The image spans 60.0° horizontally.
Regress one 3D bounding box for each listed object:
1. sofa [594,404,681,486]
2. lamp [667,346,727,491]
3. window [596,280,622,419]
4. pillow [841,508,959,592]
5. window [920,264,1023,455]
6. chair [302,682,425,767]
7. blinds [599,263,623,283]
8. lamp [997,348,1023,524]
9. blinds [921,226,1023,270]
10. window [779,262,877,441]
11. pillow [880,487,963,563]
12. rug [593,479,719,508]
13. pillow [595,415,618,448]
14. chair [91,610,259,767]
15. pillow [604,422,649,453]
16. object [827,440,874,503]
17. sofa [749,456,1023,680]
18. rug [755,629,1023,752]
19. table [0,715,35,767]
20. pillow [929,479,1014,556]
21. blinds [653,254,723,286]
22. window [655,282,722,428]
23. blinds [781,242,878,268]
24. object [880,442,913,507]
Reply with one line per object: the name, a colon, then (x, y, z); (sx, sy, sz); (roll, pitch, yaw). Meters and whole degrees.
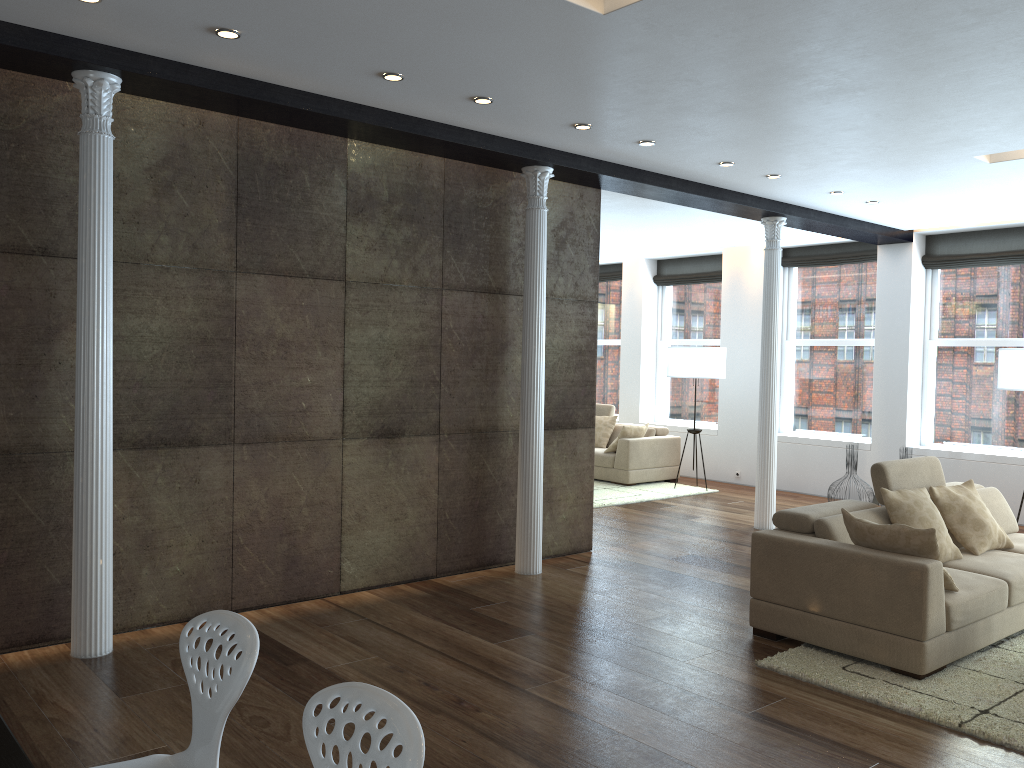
sofa: (0.965, 0.747, 12.058); (1.018, 0.950, 2.581); (0, 2, -40)
lamp: (2.208, 0.419, 10.709); (0.698, 1.728, 0.698); (1, 2, -17)
window: (1.368, -0.614, 13.615); (0.123, 2.400, 1.444); (0, 2, -40)
pillow: (2.026, 0.871, 4.641); (0.395, 0.393, 0.518); (0, 2, -37)
window: (5.034, -0.411, 9.289); (0.123, 2.400, 1.432); (0, 2, -40)
chair: (-0.483, 1.060, 1.679); (0.581, 0.835, 0.495); (0, 2, -40)
blinds: (1.345, -1.687, 13.542); (0.156, 0.275, 1.442); (0, 2, -40)
lamp: (4.656, 0.556, 7.820); (0.698, 1.728, 0.698); (1, 2, -17)
blinds: (4.997, -1.425, 9.210); (0.183, 0.395, 1.431); (0, 2, -40)
window: (3.864, -0.476, 10.670); (0.123, 2.400, 1.391); (0, 2, -40)
pillow: (2.453, 0.839, 5.314); (0.534, 0.439, 0.301); (0, 2, -37)
rug: (-0.023, 1.212, 11.268); (2.972, 0.020, 4.231); (0, 2, -40)
pillow: (1.142, 0.626, 11.869); (0.301, 0.439, 0.534); (0, 2, -44)
chair: (-0.947, 1.035, 2.197); (0.581, 0.835, 0.495); (0, 2, -40)
pillow: (1.451, 0.676, 11.136); (0.518, 0.393, 0.395); (0, 2, -44)
object: (3.552, 0.967, 9.284); (0.458, 0.781, 0.458); (0, 2, -41)
sofa: (2.653, 0.969, 5.471); (2.581, 0.950, 1.021); (0, 2, -40)
rug: (3.820, 1.480, 4.760); (4.231, 0.020, 2.972); (0, 2, -40)
table: (-0.958, 1.125, 0.826); (1.200, 0.733, 3.400); (0, 2, -40)
pillow: (2.937, 0.850, 5.708); (0.519, 0.416, 0.368); (0, 2, -36)
blinds: (2.502, -1.564, 12.178); (0.156, 0.393, 1.342); (0, 2, -40)
window: (2.527, -0.550, 12.246); (0.123, 2.400, 1.345); (0, 2, -40)
blinds: (3.840, -1.549, 10.600); (0.156, 0.275, 1.396); (0, 2, -40)
object: (4.019, 0.983, 9.069); (0.458, 0.781, 0.458); (0, 2, -41)
